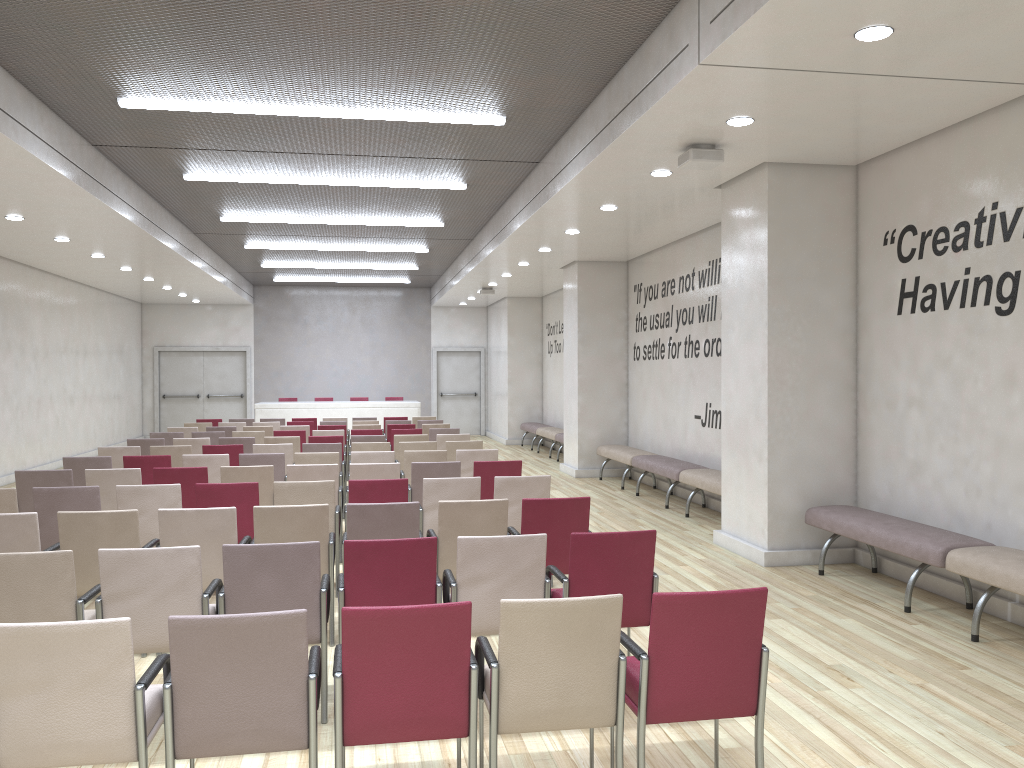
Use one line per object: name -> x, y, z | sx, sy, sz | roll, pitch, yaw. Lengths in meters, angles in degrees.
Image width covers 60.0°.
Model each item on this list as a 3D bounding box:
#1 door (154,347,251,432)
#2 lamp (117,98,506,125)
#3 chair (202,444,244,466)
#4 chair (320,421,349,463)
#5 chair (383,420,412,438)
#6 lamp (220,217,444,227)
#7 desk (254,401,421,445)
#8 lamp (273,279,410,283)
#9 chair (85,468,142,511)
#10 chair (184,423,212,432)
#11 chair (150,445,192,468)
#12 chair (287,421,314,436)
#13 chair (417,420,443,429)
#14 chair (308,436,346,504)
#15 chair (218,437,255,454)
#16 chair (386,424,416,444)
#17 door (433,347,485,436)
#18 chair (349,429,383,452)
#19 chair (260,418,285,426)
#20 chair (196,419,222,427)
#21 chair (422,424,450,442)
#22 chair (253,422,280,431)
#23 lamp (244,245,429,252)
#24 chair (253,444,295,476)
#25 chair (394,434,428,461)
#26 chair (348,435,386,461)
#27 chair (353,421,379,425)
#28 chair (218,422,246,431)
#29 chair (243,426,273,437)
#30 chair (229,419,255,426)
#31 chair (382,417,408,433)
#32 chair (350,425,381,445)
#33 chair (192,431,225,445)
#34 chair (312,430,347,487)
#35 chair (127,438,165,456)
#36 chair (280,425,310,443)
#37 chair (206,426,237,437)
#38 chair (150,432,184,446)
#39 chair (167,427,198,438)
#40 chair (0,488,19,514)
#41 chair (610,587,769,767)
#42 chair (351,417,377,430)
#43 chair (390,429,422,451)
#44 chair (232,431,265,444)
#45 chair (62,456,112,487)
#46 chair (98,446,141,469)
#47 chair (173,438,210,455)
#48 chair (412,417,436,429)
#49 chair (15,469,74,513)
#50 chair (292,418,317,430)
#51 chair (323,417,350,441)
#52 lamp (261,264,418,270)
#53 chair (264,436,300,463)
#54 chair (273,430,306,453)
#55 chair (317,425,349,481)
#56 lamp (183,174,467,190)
door -> -7.969, 0.248, 22.905 | 2.373, 2.400, 0.200 | 0, 1, -10
lamp -> -1.696, -2.381, 7.807 | 3.304, 0.045, 0.198 | 0, 1, -10
chair -> -3.320, 1.129, 10.318 | 0.513, 0.890, 0.640 | 0, 1, -10
chair -> -3.083, 1.072, 15.354 | 0.513, 0.890, 0.640 | 0, 1, -10
chair -> -1.999, 1.067, 15.543 | 0.513, 0.890, 0.640 | 0, 1, -10
lamp -> -2.682, -2.441, 13.405 | 3.304, 0.045, 0.198 | 0, 1, -10
desk -> -3.987, 0.941, 20.519 | 3.652, 1.042, 1.456 | 0, 1, -10
lamp -> -4.162, -2.530, 21.815 | 3.304, 0.045, 0.198 | 0, 1, -10
chair -> -3.426, 1.158, 7.799 | 0.513, 0.890, 0.640 | 0, 1, -10
chair -> -5.255, 1.083, 14.983 | 0.513, 0.890, 0.640 | 0, 1, -11
chair -> -3.870, 1.132, 10.223 | 0.513, 0.890, 0.640 | 0, 1, -10
chair -> -3.625, 1.075, 15.274 | 0.513, 0.890, 0.640 | 0, 1, -10
chair -> -1.458, 1.064, 15.635 | 0.513, 0.890, 0.640 | 0, 1, -9
chair -> -2.452, 1.111, 11.734 | 0.513, 0.890, 0.640 | 0, 1, -11
chair -> -3.532, 1.116, 11.527 | 0.513, 0.890, 0.640 | 0, 1, -9
chair -> -1.802, 1.079, 14.340 | 0.513, 0.890, 0.640 | 0, 1, -10
door -> -1.445, 0.214, 24.053 | 1.400, 2.400, 0.200 | 0, 1, -10
chair -> -2.130, 1.095, 13.022 | 0.513, 0.890, 0.640 | 0, 1, -9
chair -> -4.390, 1.065, 16.387 | 0.513, 0.890, 0.640 | 0, 1, -9
chair -> -5.476, 1.071, 16.183 | 0.513, 0.890, 0.640 | 0, 1, -10
chair -> -1.260, 1.077, 14.433 | 0.513, 0.890, 0.640 | 0, 1, -10
chair -> -4.176, 1.078, 15.174 | 0.513, 0.890, 0.640 | 0, 1, -11
lamp -> -3.181, -2.471, 16.243 | 3.304, 0.045, 0.198 | 0, 1, -10
chair -> -2.785, 1.126, 10.424 | 0.513, 0.890, 0.640 | 0, 1, -11
chair -> -1.374, 1.105, 11.909 | 0.513, 0.890, 0.640 | 0, 1, -11
chair -> -1.919, 1.108, 11.822 | 0.513, 0.890, 0.640 | 0, 1, -10
chair -> -2.552, 1.069, 15.459 | 0.513, 0.890, 0.640 | 0, 1, -10
chair -> -4.711, 1.081, 15.068 | 0.513, 0.890, 0.640 | 0, 1, -10
chair -> -3.968, 1.091, 13.960 | 0.513, 0.890, 0.640 | 0, 1, -11
chair -> -4.923, 1.068, 16.281 | 0.513, 0.890, 0.640 | 0, 1, -10
chair -> -2.209, 1.054, 16.758 | 0.513, 0.890, 0.640 | 0, 1, -11
chair -> -2.339, 1.082, 14.245 | 0.513, 0.890, 0.640 | 0, 1, -11
chair -> -4.283, 1.106, 12.649 | 0.513, 0.890, 0.640 | 0, 1, -10
chair -> -2.667, 1.098, 12.936 | 0.513, 0.890, 0.640 | 0, 1, -10
chair -> -4.613, 1.122, 11.350 | 0.513, 0.890, 0.640 | 0, 1, -9
chair -> -3.413, 1.088, 14.046 | 0.513, 0.890, 0.640 | 0, 1, -9
chair -> -4.499, 1.094, 13.856 | 0.513, 0.890, 0.640 | 0, 1, -11
chair -> -4.831, 1.109, 12.559 | 0.513, 0.890, 0.640 | 0, 1, -11
chair -> -5.047, 1.096, 13.758 | 0.513, 0.890, 0.640 | 0, 1, -9
chair -> -3.756, 1.173, 6.499 | 0.513, 0.890, 0.640 | 0, 1, -9
chair -> 0.674, 1.192, 3.525 | 0.513, 0.890, 0.640 | 0, 1, -11
chair -> -2.765, 1.057, 16.658 | 0.513, 0.890, 0.640 | 0, 1, -9
chair -> -1.571, 1.092, 13.130 | 0.513, 0.890, 0.640 | 0, 1, -10
chair -> -3.749, 1.104, 12.744 | 0.513, 0.890, 0.640 | 0, 1, -10
chair -> -4.185, 1.148, 8.926 | 0.513, 0.890, 0.640 | 0, 1, -10
chair -> -4.406, 1.135, 10.130 | 0.513, 0.890, 0.640 | 0, 1, -9
chair -> -4.073, 1.119, 11.430 | 0.513, 0.890, 0.640 | 0, 1, -10
chair -> -1.684, 1.051, 16.845 | 0.513, 0.890, 0.640 | 0, 1, -10
chair -> -3.976, 1.160, 7.718 | 0.513, 0.890, 0.640 | 0, 1, -11
chair -> -3.841, 1.062, 16.475 | 0.513, 0.890, 0.640 | 0, 1, -11
chair -> -3.294, 1.059, 16.575 | 0.513, 0.890, 0.640 | 0, 1, -9
lamp -> -3.668, -2.500, 19.007 | 3.304, 0.045, 0.198 | 0, 1, -10
chair -> -2.984, 1.114, 11.621 | 0.513, 0.890, 0.640 | 0, 1, -10
chair -> -3.202, 1.101, 12.850 | 0.513, 0.890, 0.640 | 0, 1, -10
chair -> -2.865, 1.085, 14.142 | 0.513, 0.890, 0.640 | 0, 1, -11
lamp -> -2.193, -2.411, 10.627 | 3.304, 0.045, 0.198 | 0, 1, -10
